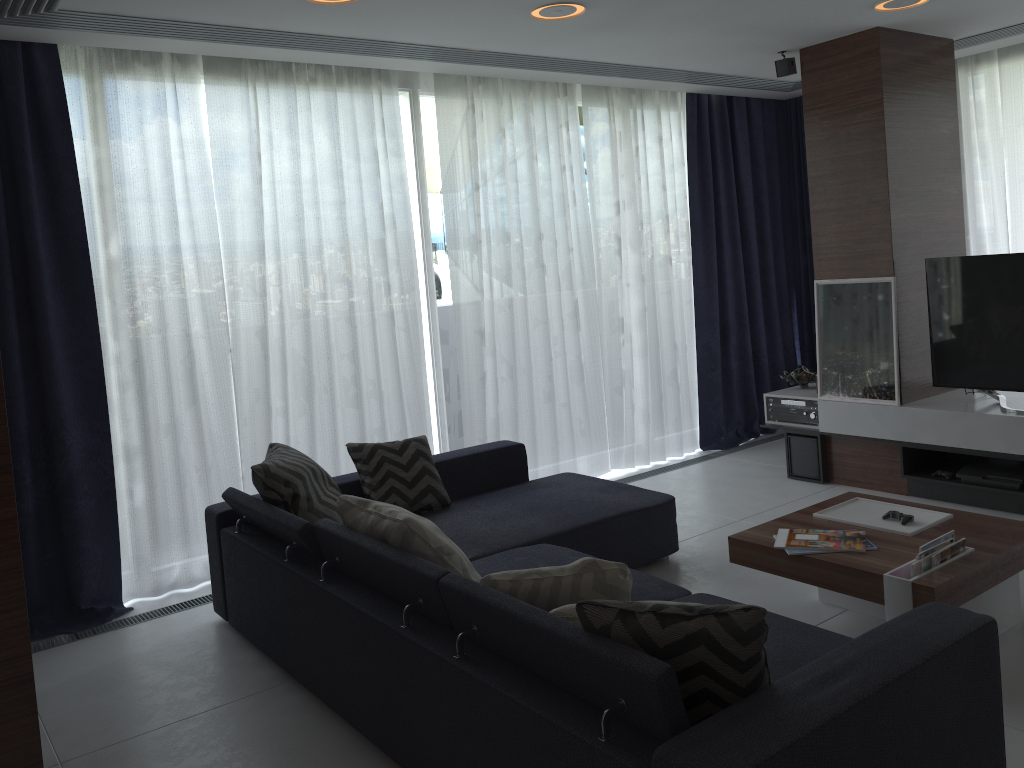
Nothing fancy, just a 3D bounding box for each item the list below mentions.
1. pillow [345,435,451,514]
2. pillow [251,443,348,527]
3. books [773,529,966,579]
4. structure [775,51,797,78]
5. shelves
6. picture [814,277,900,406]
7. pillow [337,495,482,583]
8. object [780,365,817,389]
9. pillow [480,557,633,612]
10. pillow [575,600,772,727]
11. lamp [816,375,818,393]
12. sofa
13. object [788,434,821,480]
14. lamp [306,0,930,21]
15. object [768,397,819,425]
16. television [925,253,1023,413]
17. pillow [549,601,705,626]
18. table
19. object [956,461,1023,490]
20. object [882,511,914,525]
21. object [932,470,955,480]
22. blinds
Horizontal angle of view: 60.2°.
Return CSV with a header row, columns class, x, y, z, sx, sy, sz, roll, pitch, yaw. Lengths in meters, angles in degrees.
class,x,y,z,sx,sy,sz,roll,pitch,yaw
pillow,-0.520,0.429,4.123,0.417,0.343,0.286,-8,5,-31
pillow,-0.867,0.526,3.673,0.355,0.515,0.601,-5,5,-5
books,4.412,0.665,1.030,8.225,0.371,0.408,0,7,33
structure,1.607,-1.875,5.189,0.084,0.141,0.115,-1,6,44
shelves,2.602,0.323,4.850,0.878,0.496,2.352,-9,8,-36
picture,1.937,-0.245,4.981,0.053,0.697,0.500,-6,4,-36
pillow,-0.319,0.561,2.922,0.344,0.386,0.495,-8,6,-36
object,1.876,-0.049,5.652,0.310,0.149,0.138,-3,5,11
pillow,0.136,0.621,2.410,0.418,0.349,0.282,-4,4,7
pillow,0.376,0.632,1.956,0.414,0.384,0.223,-2,4,24
lamp,1.893,-0.045,5.374,0.077,0.210,0.154,-4,4,12
sofa,0.285,0.669,3.238,1.910,0.605,2.876,-10,9,-36
object,1.849,0.424,5.376,0.256,0.250,0.213,-8,6,-36
lamp,2.913,-1.409,0.521,9.579,0.084,5.386,2,10,40
object,1.856,0.145,5.502,0.371,0.149,0.370,-9,8,-36
television,2.658,-0.260,4.331,0.299,0.782,1.231,-7,6,-36
pillow,0.326,0.641,2.197,0.415,0.293,0.333,-3,5,16
table,1.385,0.705,3.259,0.810,0.350,0.801,-9,8,-36
object,2.509,0.463,4.524,0.315,0.067,0.314,-10,9,-36
object,1.464,0.501,3.343,0.071,0.036,0.113,-7,7,-23
object,2.290,0.477,4.680,0.071,0.036,0.113,-7,7,-23
blinds,1.109,-0.438,2.898,7.172,2.758,5.809,-9,8,-32
